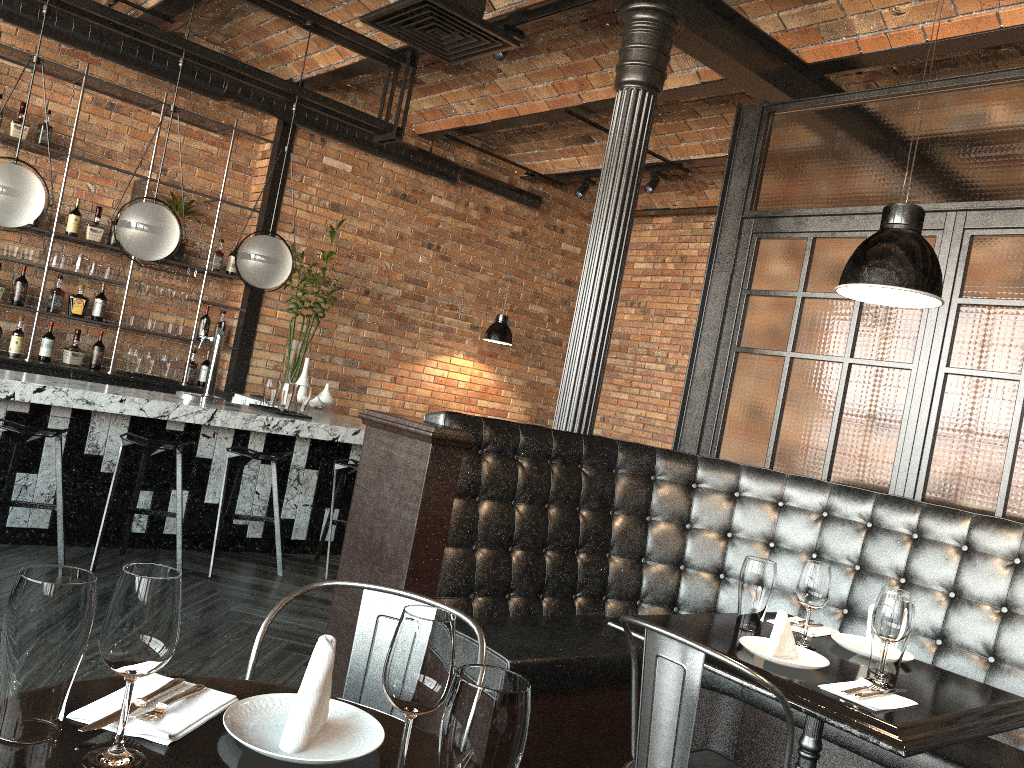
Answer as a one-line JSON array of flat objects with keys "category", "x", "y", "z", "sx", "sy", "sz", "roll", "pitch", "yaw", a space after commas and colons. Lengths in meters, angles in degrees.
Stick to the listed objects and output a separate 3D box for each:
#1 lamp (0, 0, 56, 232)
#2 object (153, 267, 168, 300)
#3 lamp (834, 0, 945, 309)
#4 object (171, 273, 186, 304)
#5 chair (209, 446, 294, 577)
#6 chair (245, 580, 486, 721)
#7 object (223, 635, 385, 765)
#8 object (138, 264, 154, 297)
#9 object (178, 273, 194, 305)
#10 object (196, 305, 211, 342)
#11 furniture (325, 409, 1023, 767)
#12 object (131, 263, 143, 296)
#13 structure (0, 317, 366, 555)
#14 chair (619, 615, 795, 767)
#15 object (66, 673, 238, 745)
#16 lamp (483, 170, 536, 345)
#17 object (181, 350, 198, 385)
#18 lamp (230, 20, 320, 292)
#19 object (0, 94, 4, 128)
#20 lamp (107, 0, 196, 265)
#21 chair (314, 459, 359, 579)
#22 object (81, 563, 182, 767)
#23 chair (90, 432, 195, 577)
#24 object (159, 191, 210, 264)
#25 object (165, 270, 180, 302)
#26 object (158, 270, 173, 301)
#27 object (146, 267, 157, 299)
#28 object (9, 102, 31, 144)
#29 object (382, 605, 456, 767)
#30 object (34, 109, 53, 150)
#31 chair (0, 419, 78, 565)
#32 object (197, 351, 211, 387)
[{"category": "lamp", "x": -2.542, "y": -1.676, "z": 4.722, "sx": 0.340, "sy": 1.754, "sz": 0.340, "roll": 11, "pitch": -1, "yaw": 6}, {"category": "object", "x": -2.744, "y": -0.785, "z": 6.918, "sx": 0.092, "sy": 0.244, "sz": 0.092, "roll": 11, "pitch": -1, "yaw": -1}, {"category": "lamp", "x": 1.223, "y": -1.055, "z": 2.526, "sx": 0.291, "sy": 1.653, "sz": 0.291, "roll": 11, "pitch": -1, "yaw": 5}, {"category": "object", "x": -2.698, "y": -0.772, "z": 7.175, "sx": 0.092, "sy": 0.244, "sz": 0.092, "roll": 11, "pitch": -1, "yaw": -1}, {"category": "chair", "x": -1.586, "y": 0.717, "z": 5.229, "sx": 0.414, "sy": 0.737, "sz": 0.475, "roll": 10, "pitch": -1, "yaw": 45}, {"category": "chair", "x": -0.378, "y": 0.840, "z": 1.613, "sx": 0.504, "sy": 0.857, "sz": 0.558, "roll": 11, "pitch": -1, "yaw": 15}, {"category": "object", "x": -0.292, "y": 0.452, "z": 1.291, "sx": 0.232, "sy": 0.139, "sz": 0.232, "roll": 11, "pitch": -1, "yaw": 19}, {"category": "object", "x": -2.826, "y": -0.802, "z": 6.847, "sx": 0.092, "sy": 0.244, "sz": 0.092, "roll": 11, "pitch": -1, "yaw": -1}, {"category": "object", "x": -2.592, "y": -0.754, "z": 7.050, "sx": 0.092, "sy": 0.244, "sz": 0.092, "roll": 11, "pitch": -1, "yaw": -1}, {"category": "object", "x": -2.519, "y": -0.498, "z": 7.273, "sx": 0.086, "sy": 0.299, "sz": 0.086, "roll": 11, "pitch": -1, "yaw": 9}, {"category": "furniture", "x": 1.803, "y": 1.085, "z": 1.865, "sx": 1.979, "sy": 1.212, "sz": 5.451, "roll": 12, "pitch": -1, "yaw": -40}, {"category": "object", "x": -2.931, "y": -0.820, "z": 6.973, "sx": 0.092, "sy": 0.244, "sz": 0.092, "roll": 11, "pitch": -1, "yaw": -1}, {"category": "structure", "x": -3.200, "y": 0.053, "z": 5.235, "sx": 5.346, "sy": 1.430, "sz": 1.930, "roll": 12, "pitch": -1, "yaw": -40}, {"category": "chair", "x": 0.482, "y": 1.013, "z": 2.141, "sx": 0.558, "sy": 0.857, "sz": 0.504, "roll": 12, "pitch": -1, "yaw": -40}, {"category": "object", "x": -0.518, "y": 0.464, "z": 1.274, "sx": 0.157, "sy": 0.019, "sz": 0.255, "roll": 11, "pitch": -1, "yaw": 10}, {"category": "lamp", "x": 0.020, "y": -1.206, "z": 8.420, "sx": 0.291, "sy": 1.653, "sz": 0.291, "roll": 11, "pitch": -1, "yaw": 25}, {"category": "object", "x": -2.618, "y": -0.139, "z": 7.239, "sx": 0.083, "sy": 0.282, "sz": 0.083, "roll": 10, "pitch": -1, "yaw": 35}, {"category": "lamp", "x": -1.448, "y": -1.451, "z": 5.671, "sx": 0.340, "sy": 1.754, "sz": 0.340, "roll": 11, "pitch": -1, "yaw": 6}, {"category": "object", "x": -3.590, "y": -1.877, "z": 6.169, "sx": 0.083, "sy": 0.282, "sz": 0.083, "roll": 12, "pitch": -1, "yaw": -40}, {"category": "lamp", "x": -1.995, "y": -1.564, "z": 5.197, "sx": 0.340, "sy": 1.754, "sz": 0.340, "roll": 11, "pitch": -1, "yaw": 6}, {"category": "chair", "x": -1.061, "y": 0.825, "z": 5.684, "sx": 0.414, "sy": 0.737, "sz": 0.475, "roll": 10, "pitch": -1, "yaw": 40}, {"category": "object", "x": -0.475, "y": 0.355, "z": 1.115, "sx": 0.092, "sy": 0.244, "sz": 0.092, "roll": 12, "pitch": -1, "yaw": -41}, {"category": "chair", "x": -2.022, "y": 0.627, "z": 4.851, "sx": 0.475, "sy": 0.737, "sz": 0.414, "roll": 12, "pitch": -1, "yaw": -35}, {"category": "object", "x": -2.642, "y": -1.238, "z": 7.010, "sx": 0.398, "sy": 0.560, "sz": 0.374, "roll": 11, "pitch": -1, "yaw": 22}, {"category": "object", "x": -2.670, "y": -0.770, "z": 6.982, "sx": 0.092, "sy": 0.244, "sz": 0.092, "roll": 11, "pitch": -1, "yaw": -1}, {"category": "object", "x": -2.775, "y": -0.788, "z": 7.108, "sx": 0.092, "sy": 0.244, "sz": 0.092, "roll": 11, "pitch": -1, "yaw": -1}, {"category": "object", "x": -2.849, "y": -0.803, "z": 7.044, "sx": 0.092, "sy": 0.244, "sz": 0.092, "roll": 11, "pitch": -1, "yaw": -1}, {"category": "object", "x": -3.475, "y": -1.851, "z": 6.271, "sx": 0.123, "sy": 0.279, "sz": 0.123, "roll": 12, "pitch": -1, "yaw": -37}, {"category": "object", "x": -0.132, "y": 0.422, "z": 1.170, "sx": 0.092, "sy": 0.244, "sz": 0.092, "roll": 12, "pitch": -1, "yaw": -41}, {"category": "object", "x": -3.356, "y": -1.829, "z": 6.372, "sx": 0.083, "sy": 0.282, "sz": 0.083, "roll": 10, "pitch": -1, "yaw": 35}, {"category": "chair", "x": -2.484, "y": 0.532, "z": 4.450, "sx": 0.414, "sy": 0.737, "sz": 0.475, "roll": 10, "pitch": -1, "yaw": 45}, {"category": "object", "x": -2.532, "y": -0.128, "z": 7.330, "sx": 0.086, "sy": 0.298, "sz": 0.086, "roll": 11, "pitch": -1, "yaw": 9}]
